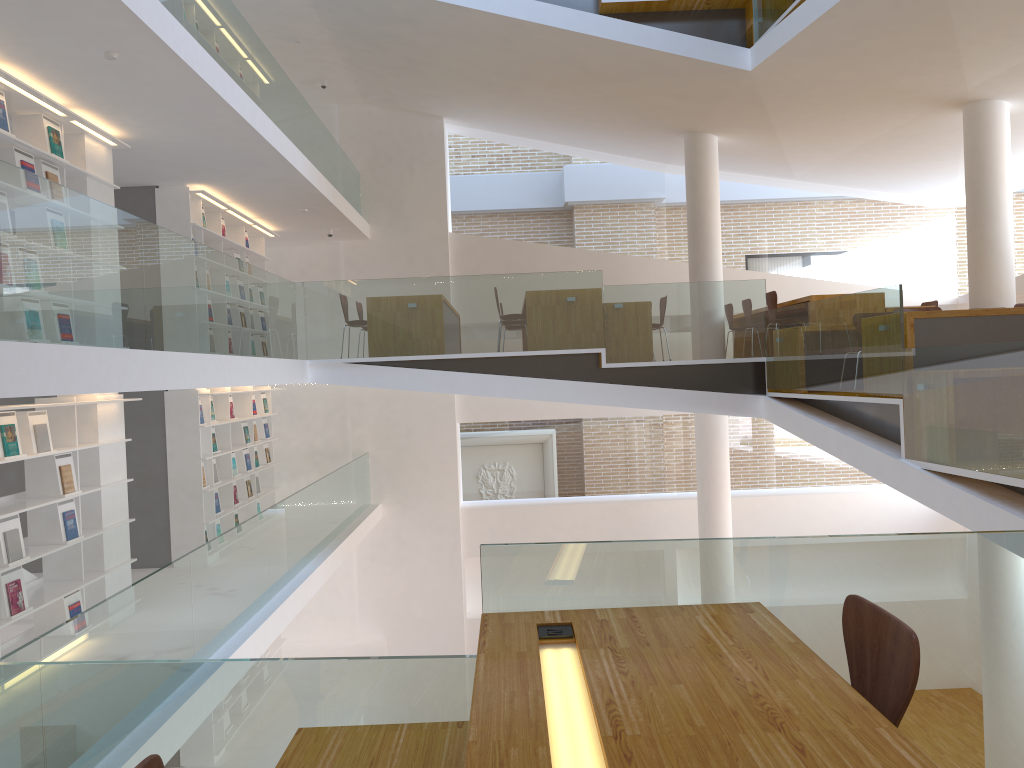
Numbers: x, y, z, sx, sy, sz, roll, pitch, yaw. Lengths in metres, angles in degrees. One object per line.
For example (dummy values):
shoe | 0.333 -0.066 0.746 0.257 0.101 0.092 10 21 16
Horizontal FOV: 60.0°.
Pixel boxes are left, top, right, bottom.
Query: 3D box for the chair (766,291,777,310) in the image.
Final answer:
chair | 2.913 -0.633 9.378 0.381 0.693 0.428 -2 1 0

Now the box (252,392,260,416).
box | -3.355 0.261 11.180 0.274 0.296 0.245 -2 1 0

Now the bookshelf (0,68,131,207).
bookshelf | -3.325 -1.059 5.426 0.498 1.836 3.666 -2 1 0

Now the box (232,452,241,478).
box | -3.325 0.928 10.289 0.274 0.296 0.245 -2 1 0

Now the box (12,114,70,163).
box | -3.358 -1.742 6.330 0.274 0.296 0.245 -2 1 0

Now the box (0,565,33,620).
box | -3.233 1.312 5.603 0.274 0.296 0.245 -2 1 0

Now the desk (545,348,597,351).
desk | 0.769 -0.594 10.442 1.248 0.757 3.196 -2 1 0

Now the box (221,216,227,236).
box | -3.432 -1.789 10.233 0.274 0.296 0.245 -2 1 0

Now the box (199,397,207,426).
box | -3.348 0.287 9.208 0.274 0.296 0.245 -2 1 0

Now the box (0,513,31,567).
box | -3.246 0.984 5.593 0.274 0.296 0.245 -2 1 0

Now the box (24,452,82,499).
box | -3.262 0.647 6.311 0.274 0.296 0.245 -2 1 0

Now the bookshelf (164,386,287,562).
bookshelf | -3.257 0.937 10.515 0.498 1.836 2.984 -2 1 0

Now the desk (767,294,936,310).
desk | 3.641 -0.558 10.517 1.247 0.762 3.194 -2 1 0

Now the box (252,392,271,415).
box | -3.357 0.253 11.706 0.274 0.296 0.245 -2 1 0

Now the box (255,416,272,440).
box | -3.343 0.581 11.710 0.274 0.296 0.245 -2 1 0

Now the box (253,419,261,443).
box | -3.342 0.588 11.184 0.274 0.296 0.245 -2 1 0

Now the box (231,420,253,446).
box | -3.340 0.593 10.823 0.274 0.296 0.245 -2 1 0

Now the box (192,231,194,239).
box | -3.417 -1.446 9.178 0.274 0.296 0.245 -2 1 0

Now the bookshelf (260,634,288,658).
bookshelf | -3.175 2.972 10.540 0.498 1.836 2.984 -2 1 0

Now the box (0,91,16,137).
box | -3.355 -1.733 5.619 0.274 0.296 0.245 -2 1 0

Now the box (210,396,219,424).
box | -3.349 0.280 9.581 0.274 0.296 0.245 -2 1 0

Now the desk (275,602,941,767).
desk | 0.058 1.098 0.856 1.285 0.918 3.236 -2 1 0

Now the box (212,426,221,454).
box | -3.336 0.603 9.609 0.274 0.296 0.245 -2 1 0

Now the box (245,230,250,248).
box | -3.437 -1.798 11.155 0.274 0.296 0.245 -2 1 0

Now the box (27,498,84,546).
box | -3.249 0.975 6.317 0.274 0.296 0.245 -2 1 0

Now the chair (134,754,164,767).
chair | -0.673 1.224 1.961 0.381 0.693 0.428 -2 1 0

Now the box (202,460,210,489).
box | -3.322 0.941 9.215 0.274 0.296 0.245 -2 1 0

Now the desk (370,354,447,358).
desk | -1.066 -0.596 10.437 0.760 0.606 3.194 -2 1 0

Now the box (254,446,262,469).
box | -3.328 0.917 11.179 0.274 0.296 0.245 -2 1 0

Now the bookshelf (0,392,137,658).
bookshelf | -3.293 1.002 5.452 0.397 1.836 3.666 -2 1 0

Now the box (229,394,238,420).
box | -3.349 0.270 10.259 0.274 0.296 0.245 -2 1 0

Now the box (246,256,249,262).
box | -3.424 -1.471 11.159 0.274 0.296 0.245 -2 1 0

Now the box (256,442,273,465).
box | -3.330 0.909 11.727 0.274 0.296 0.245 -2 1 0

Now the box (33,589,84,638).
box | -3.223 1.631 6.350 0.274 0.296 0.245 -2 1 0

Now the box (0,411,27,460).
box | -3.273 0.327 5.600 0.274 0.296 0.245 -2 1 0

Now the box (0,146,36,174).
box | -3.344 -1.411 5.946 0.274 0.296 0.245 -2 1 0

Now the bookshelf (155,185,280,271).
bookshelf | -3.339 -1.122 10.489 0.498 1.836 2.984 -2 1 0

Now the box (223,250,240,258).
box | -3.423 -1.466 10.797 0.274 0.296 0.245 -2 1 0

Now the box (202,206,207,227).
box | -3.432 -1.779 9.555 0.274 0.296 0.245 -2 1 0

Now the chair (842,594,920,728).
chair | 0.657 0.855 1.962 0.381 0.693 0.428 -2 1 0

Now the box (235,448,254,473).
box | -3.327 0.921 10.827 0.274 0.296 0.245 -2 1 0

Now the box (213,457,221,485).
box | -3.323 0.936 9.590 0.274 0.296 0.245 -2 1 0

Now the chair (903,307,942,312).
chair | 3.324 -0.276 7.061 0.428 0.693 0.381 -2 1 0

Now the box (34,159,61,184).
box | -3.345 -1.412 6.286 0.274 0.296 0.245 -2 1 0

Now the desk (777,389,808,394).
desk | 4.274 -0.288 8.353 3.356 0.606 0.760 -2 1 0

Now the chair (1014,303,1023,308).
chair | 4.294 -0.315 7.064 0.428 0.693 0.381 -2 1 0

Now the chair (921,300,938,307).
chair | 4.427 -0.554 9.737 0.381 0.693 0.428 -2 1 0

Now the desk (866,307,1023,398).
desk | 4.376 -0.059 6.325 3.216 1.022 1.248 -2 1 0

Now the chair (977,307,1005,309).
chair | 4.180 -0.322 7.950 0.428 0.693 0.381 -2 1 0
